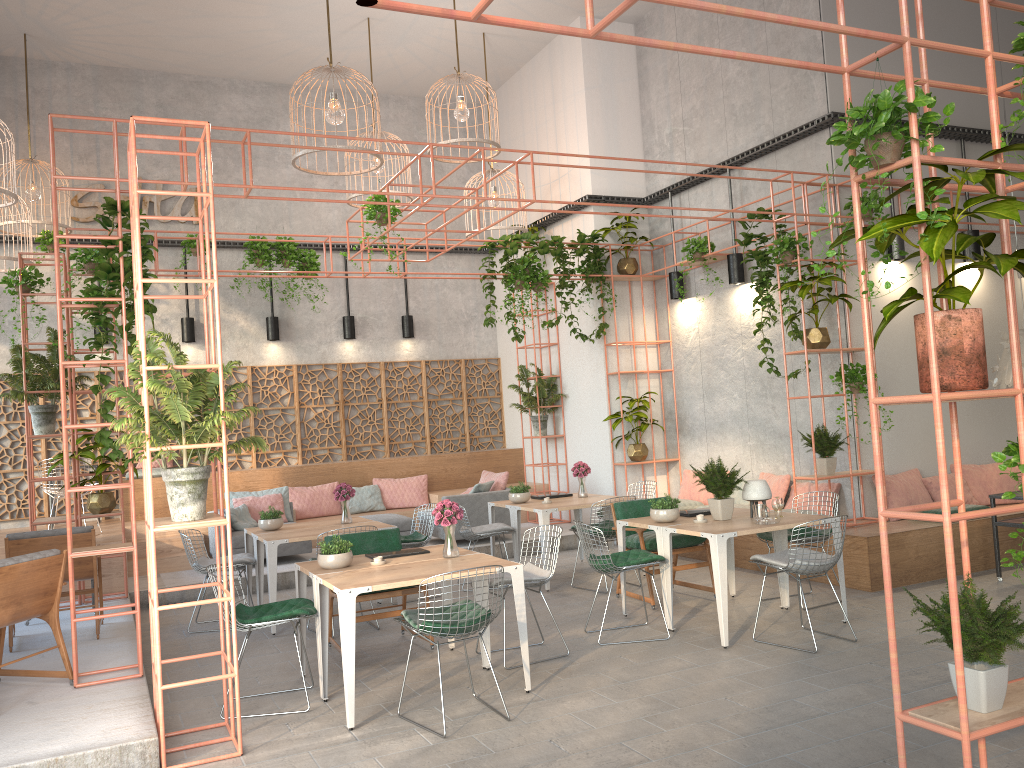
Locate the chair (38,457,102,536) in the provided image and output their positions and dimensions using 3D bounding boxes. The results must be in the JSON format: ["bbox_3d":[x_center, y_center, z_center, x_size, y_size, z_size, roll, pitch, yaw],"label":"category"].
[{"bbox_3d":[-5.091,1.307,10.219,0.565,0.941,0.717,-3,-2,-16],"label":"chair"}]

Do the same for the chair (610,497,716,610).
[{"bbox_3d":[1.404,1.556,8.352,0.722,0.917,0.685,-3,-3,-25],"label":"chair"}]

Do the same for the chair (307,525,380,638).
[{"bbox_3d":[-1.519,1.728,7.970,0.565,0.941,0.717,-2,-3,-29],"label":"chair"}]

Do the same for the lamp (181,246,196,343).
[{"bbox_3d":[-4.805,-1.325,13.074,0.185,1.436,0.185,-4,-2,16],"label":"lamp"}]

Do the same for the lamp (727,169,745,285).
[{"bbox_3d":[2.657,-1.919,10.680,0.185,1.425,0.179,-3,-3,-25],"label":"lamp"}]

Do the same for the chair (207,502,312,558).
[{"bbox_3d":[-3.198,1.862,11.198,1.127,0.586,1.056,-3,-3,-25],"label":"chair"}]

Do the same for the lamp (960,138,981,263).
[{"bbox_3d":[5.221,-2.108,10.169,0.179,1.425,0.185,-3,-3,-25],"label":"lamp"}]

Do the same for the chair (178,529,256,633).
[{"bbox_3d":[-2.782,1.832,8.475,0.717,0.941,0.565,-3,-2,-9],"label":"chair"}]

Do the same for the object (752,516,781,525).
[{"bbox_3d":[1.973,1.060,6.882,0.218,0.041,0.218,-3,-2,-17],"label":"object"}]

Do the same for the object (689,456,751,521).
[{"bbox_3d":[1.696,0.854,7.310,0.368,0.527,0.438,-3,-3,-25],"label":"object"}]

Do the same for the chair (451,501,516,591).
[{"bbox_3d":[-0.309,1.717,9.636,0.717,0.941,0.565,-3,-2,-9],"label":"chair"}]

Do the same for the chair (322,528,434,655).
[{"bbox_3d":[-1.107,1.672,7.155,0.722,0.917,0.685,-3,-3,-25],"label":"chair"}]

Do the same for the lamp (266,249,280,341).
[{"bbox_3d":[-3.698,-1.377,13.593,0.185,1.436,0.185,-4,-2,16],"label":"lamp"}]

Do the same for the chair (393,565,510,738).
[{"bbox_3d":[-0.365,1.547,5.380,0.565,0.941,0.717,-2,-3,-29],"label":"chair"}]

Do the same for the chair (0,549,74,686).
[{"bbox_3d":[-3.361,1.578,5.733,0.685,0.914,0.722,-4,-2,15],"label":"chair"}]

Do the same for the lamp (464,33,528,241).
[{"bbox_3d":[-0.325,-3.829,12.619,0.883,3.476,0.883,-5,-3,27],"label":"lamp"}]

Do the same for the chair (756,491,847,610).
[{"bbox_3d":[2.558,1.457,7.878,0.717,0.941,0.565,-3,-3,-24],"label":"chair"}]

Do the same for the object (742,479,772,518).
[{"bbox_3d":[2.028,0.951,7.338,0.241,0.313,0.241,-5,-2,20],"label":"object"}]

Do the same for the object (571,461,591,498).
[{"bbox_3d":[0.792,1.086,10.107,0.225,0.414,0.213,-2,-3,-33],"label":"object"}]

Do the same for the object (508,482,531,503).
[{"bbox_3d":[0.082,1.210,9.949,0.254,0.247,0.248,-3,-3,-25],"label":"object"}]

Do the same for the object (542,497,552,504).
[{"bbox_3d":[0.380,1.268,9.691,0.115,0.078,0.115,-3,-2,-19],"label":"object"}]

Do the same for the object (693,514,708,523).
[{"bbox_3d":[1.532,1.092,7.218,0.115,0.078,0.115,-3,-2,-19],"label":"object"}]

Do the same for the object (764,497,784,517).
[{"bbox_3d":[2.162,1.010,7.248,0.210,0.154,0.165,-2,-3,-35],"label":"object"}]

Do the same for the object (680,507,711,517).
[{"bbox_3d":[1.655,1.127,7.805,0.427,0.031,0.268,-3,-3,-25],"label":"object"}]

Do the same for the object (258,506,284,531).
[{"bbox_3d":[-2.391,1.325,8.789,0.252,0.247,0.247,-3,-3,-25],"label":"object"}]

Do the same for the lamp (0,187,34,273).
[{"bbox_3d":[-6.155,-3.103,10.351,0.883,3.476,0.883,-5,-3,27],"label":"lamp"}]

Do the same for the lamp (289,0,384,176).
[{"bbox_3d":[-1.814,-3.890,8.740,0.883,3.476,0.883,-5,-3,27],"label":"lamp"}]

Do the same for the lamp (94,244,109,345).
[{"bbox_3d":[-5.859,-1.276,12.579,0.185,1.436,0.185,-4,-2,16],"label":"lamp"}]

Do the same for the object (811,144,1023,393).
[{"bbox_3d":[1.679,-0.441,3.487,0.924,0.946,0.923,-5,-3,31],"label":"object"}]

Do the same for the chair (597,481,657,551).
[{"bbox_3d":[1.368,1.639,10.431,0.717,0.941,0.565,-3,-3,-24],"label":"chair"}]

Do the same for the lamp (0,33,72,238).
[{"bbox_3d":[-6.398,-3.752,11.748,0.883,3.476,0.883,-5,-3,27],"label":"lamp"}]

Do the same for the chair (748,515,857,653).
[{"bbox_3d":[2.145,1.431,6.577,0.565,0.941,0.717,-2,-3,-29],"label":"chair"}]

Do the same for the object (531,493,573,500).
[{"bbox_3d":[0.465,1.309,10.358,0.427,0.031,0.268,-3,-3,-25],"label":"object"}]

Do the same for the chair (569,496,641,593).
[{"bbox_3d":[0.955,1.613,9.131,0.565,0.941,0.717,-2,-3,-29],"label":"chair"}]

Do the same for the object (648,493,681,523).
[{"bbox_3d":[1.272,1.028,7.396,0.254,0.247,0.248,-3,-3,-25],"label":"object"}]

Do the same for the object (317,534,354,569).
[{"bbox_3d":[-1.235,1.169,6.198,0.252,0.247,0.247,-3,-3,-25],"label":"object"}]

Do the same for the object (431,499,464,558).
[{"bbox_3d":[-0.450,1.024,6.292,0.225,0.414,0.213,-2,-3,-33],"label":"object"}]

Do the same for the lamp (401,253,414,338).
[{"bbox_3d":[-1.737,-1.468,14.514,0.179,1.436,0.185,-3,-3,-25],"label":"lamp"}]

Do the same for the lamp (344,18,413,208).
[{"bbox_3d":[-1.881,-4.174,11.943,0.883,3.476,0.883,-5,-3,27],"label":"lamp"}]

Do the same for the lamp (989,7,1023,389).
[{"bbox_3d":[6.230,-2.006,8.947,4.456,4.052,0.704,-3,-3,-25],"label":"lamp"}]

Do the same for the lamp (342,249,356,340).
[{"bbox_3d":[-2.623,-1.427,14.098,0.185,1.436,0.185,-4,-2,16],"label":"lamp"}]

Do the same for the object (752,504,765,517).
[{"bbox_3d":[1.984,1.029,7.125,0.095,0.119,0.095,-4,-2,-1],"label":"object"}]

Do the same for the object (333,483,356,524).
[{"bbox_3d":[-1.687,1.201,8.943,0.225,0.414,0.213,-2,-3,-33],"label":"object"}]

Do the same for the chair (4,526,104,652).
[{"bbox_3d":[-3.859,1.674,7.483,0.722,0.929,0.685,-3,-3,-25],"label":"chair"}]

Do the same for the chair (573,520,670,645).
[{"bbox_3d":[0.881,1.535,7.082,0.717,0.941,0.565,-3,-2,-9],"label":"chair"}]

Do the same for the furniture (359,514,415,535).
[{"bbox_3d":[-1.848,1.941,11.491,0.975,0.446,0.941,-3,-3,-25],"label":"furniture"}]

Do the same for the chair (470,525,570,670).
[{"bbox_3d":[0.047,1.573,6.680,0.717,0.941,0.565,-3,-3,-24],"label":"chair"}]

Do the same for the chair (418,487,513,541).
[{"bbox_3d":[-0.602,1.766,11.965,1.052,0.672,1.127,-3,-3,-25],"label":"chair"}]

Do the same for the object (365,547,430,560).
[{"bbox_3d":[-0.854,1.268,6.606,0.427,0.031,0.268,-3,-3,-25],"label":"object"}]

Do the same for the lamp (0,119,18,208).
[{"bbox_3d":[-5.647,-3.624,9.097,0.883,3.476,0.883,-5,-3,27],"label":"lamp"}]

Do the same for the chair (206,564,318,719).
[{"bbox_3d":[-1.629,1.651,5.885,0.717,0.941,0.565,-3,-2,-9],"label":"chair"}]

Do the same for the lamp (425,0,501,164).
[{"bbox_3d":[-0.686,-4.519,10.759,0.883,3.476,0.883,-5,-3,27],"label":"lamp"}]

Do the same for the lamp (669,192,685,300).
[{"bbox_3d":[2.148,-1.841,11.773,0.185,1.425,0.179,-3,-3,-25],"label":"lamp"}]

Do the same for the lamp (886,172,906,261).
[{"bbox_3d":[4.128,-2.058,9.656,0.179,1.425,0.185,-3,-3,-25],"label":"lamp"}]

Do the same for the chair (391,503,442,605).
[{"bbox_3d":[-1.106,1.754,9.270,0.717,0.941,0.565,-3,-3,-24],"label":"chair"}]

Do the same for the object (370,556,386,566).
[{"bbox_3d":[-0.936,1.233,6.201,0.115,0.073,0.115,-2,-3,-31],"label":"object"}]
